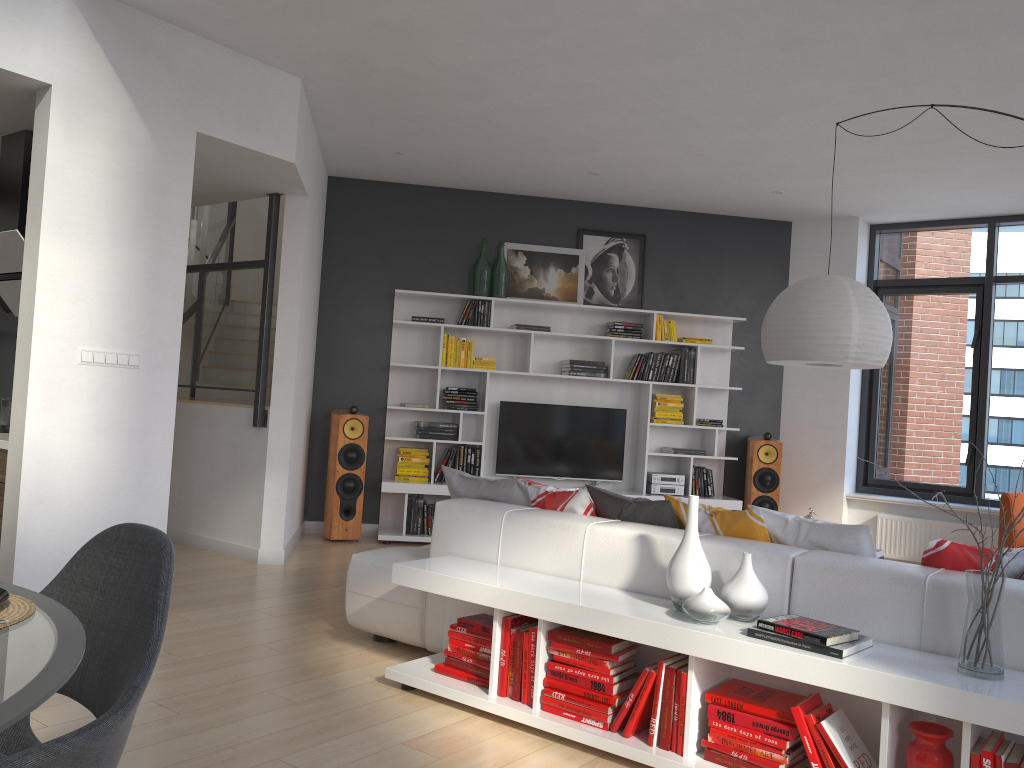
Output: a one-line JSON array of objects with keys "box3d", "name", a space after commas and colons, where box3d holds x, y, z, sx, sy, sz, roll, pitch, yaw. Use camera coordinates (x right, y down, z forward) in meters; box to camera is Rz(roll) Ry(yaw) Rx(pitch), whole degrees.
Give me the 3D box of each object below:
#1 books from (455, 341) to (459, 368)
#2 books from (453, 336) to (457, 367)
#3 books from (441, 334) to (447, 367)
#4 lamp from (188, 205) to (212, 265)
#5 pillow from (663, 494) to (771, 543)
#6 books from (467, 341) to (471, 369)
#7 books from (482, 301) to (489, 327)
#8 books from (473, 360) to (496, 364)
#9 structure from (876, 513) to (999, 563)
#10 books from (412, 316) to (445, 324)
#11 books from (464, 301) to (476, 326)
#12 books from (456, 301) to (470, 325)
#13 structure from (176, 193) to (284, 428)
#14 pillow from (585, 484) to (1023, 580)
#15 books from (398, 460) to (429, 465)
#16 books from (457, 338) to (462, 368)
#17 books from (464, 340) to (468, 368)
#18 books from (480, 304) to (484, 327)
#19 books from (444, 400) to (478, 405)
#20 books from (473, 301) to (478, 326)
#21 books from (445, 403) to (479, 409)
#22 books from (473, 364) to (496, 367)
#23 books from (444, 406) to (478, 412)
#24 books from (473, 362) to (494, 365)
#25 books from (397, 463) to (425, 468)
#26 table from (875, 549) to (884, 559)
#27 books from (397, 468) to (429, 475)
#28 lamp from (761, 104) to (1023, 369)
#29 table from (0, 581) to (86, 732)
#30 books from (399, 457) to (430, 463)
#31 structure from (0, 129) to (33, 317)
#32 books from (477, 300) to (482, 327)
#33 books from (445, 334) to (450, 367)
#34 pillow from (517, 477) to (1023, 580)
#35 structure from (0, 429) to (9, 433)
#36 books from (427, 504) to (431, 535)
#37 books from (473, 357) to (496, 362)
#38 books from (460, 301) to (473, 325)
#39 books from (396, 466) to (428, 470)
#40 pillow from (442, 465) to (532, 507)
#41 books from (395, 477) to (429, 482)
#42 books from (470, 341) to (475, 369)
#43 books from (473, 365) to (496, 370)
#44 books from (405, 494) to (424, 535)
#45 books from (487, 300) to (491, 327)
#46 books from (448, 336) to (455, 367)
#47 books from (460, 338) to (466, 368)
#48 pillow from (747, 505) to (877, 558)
[{"box3d": [-0.466, -0.245, 7.405, 0.024, 0.229, 0.156, 4, -1, -8], "name": "books"}, {"box3d": [-0.486, -0.263, 7.424, 0.015, 0.263, 0.199, 4, -1, -8], "name": "books"}, {"box3d": [-0.574, -0.274, 7.395, 0.029, 0.270, 0.204, 4, -1, -8], "name": "books"}, {"box3d": [-2.996, -4.010, 8.857, 0.359, 6.725, 0.359, 3, -2, 29], "name": "lamp"}, {"box3d": [1.679, 0.751, 3.699, 2.095, 0.440, 0.630, 4, -1, -6], "name": "pillow"}, {"box3d": [-0.367, -0.242, 7.434, 0.024, 0.234, 0.172, 4, -1, -8], "name": "books"}, {"box3d": [-0.229, -0.575, 7.450, 0.038, 0.218, 0.169, 4, -1, -8], "name": "books"}, {"box3d": [-0.234, -0.185, 7.441, 0.187, 0.014, 0.134, 4, -1, -8], "name": "books"}, {"box3d": [3.687, 1.357, 7.084, 1.474, 0.460, 0.110, 3, -2, 37], "name": "structure"}, {"box3d": [-0.697, -0.522, 7.373, 0.268, 0.046, 0.208, 4, -1, -5], "name": "books"}, {"box3d": [-0.354, -0.581, 7.430, 0.074, 0.212, 0.154, 4, -1, -9], "name": "books"}, {"box3d": [-0.415, -0.585, 7.428, 0.096, 0.213, 0.166, 4, -1, -10], "name": "books"}, {"box3d": [-2.412, -0.970, 8.350, 4.190, 4.339, 2.823, 3, -2, 37], "name": "structure"}, {"box3d": [1.198, 0.696, 3.393, 2.120, 0.436, 0.608, 3, -2, 33], "name": "pillow"}, {"box3d": [-0.824, 0.653, 7.384, 0.251, 0.019, 0.180, 4, -1, -8], "name": "books"}, {"box3d": [-0.447, -0.256, 7.427, 0.019, 0.251, 0.180, 4, -1, -8], "name": "books"}, {"box3d": [-0.391, -0.246, 7.434, 0.023, 0.239, 0.169, 4, -1, -8], "name": "books"}, {"box3d": [-0.258, -0.568, 7.445, 0.021, 0.200, 0.147, 4, -1, -8], "name": "books"}, {"box3d": [-0.432, 0.155, 7.424, 0.266, 0.030, 0.209, 4, -1, -10], "name": "books"}, {"box3d": [-0.306, -0.580, 7.438, 0.021, 0.221, 0.156, 4, -1, -8], "name": "books"}, {"box3d": [-0.424, 0.183, 7.406, 0.270, 0.025, 0.189, 4, -1, -9], "name": "books"}, {"box3d": [-0.237, -0.156, 7.444, 0.196, 0.011, 0.148, 4, -1, -8], "name": "books"}, {"box3d": [-0.427, 0.208, 7.403, 0.263, 0.026, 0.189, 4, -1, -10], "name": "books"}, {"box3d": [-0.239, -0.170, 7.425, 0.169, 0.018, 0.113, 4, -1, -7], "name": "books"}, {"box3d": [-0.835, 0.673, 7.364, 0.228, 0.024, 0.152, 4, -1, -4], "name": "books"}, {"box3d": [1.475, 1.168, 5.249, 1.091, 0.435, 1.091, 3, -2, 37], "name": "table"}, {"box3d": [-0.827, 0.721, 7.371, 0.255, 0.044, 0.198, 4, -1, -8], "name": "books"}, {"box3d": [1.930, 0.046, 3.056, 0.710, 2.647, 3.199, 4, -1, -17], "name": "lamp"}, {"box3d": [-1.340, 0.713, 1.001, 1.499, 0.764, 1.499, 3, -2, 26], "name": "table"}, {"box3d": [-0.811, 0.627, 7.384, 0.250, 0.035, 0.185, 4, -1, -5], "name": "books"}, {"box3d": [-2.740, -0.897, 5.003, 0.898, 0.998, 0.407, 3, -2, 37], "name": "structure"}, {"box3d": [-0.282, -0.584, 7.447, 0.025, 0.232, 0.176, 4, -1, -8], "name": "books"}, {"box3d": [-0.549, -0.272, 7.408, 0.025, 0.270, 0.213, 4, -1, -8], "name": "books"}, {"box3d": [0.931, 0.709, 3.583, 2.250, 0.449, 0.575, 3, -2, 34], "name": "pillow"}, {"box3d": [-2.872, 0.248, 4.908, 0.600, 0.006, 0.550, 3, -2, 37], "name": "structure"}, {"box3d": [-0.684, 1.108, 7.275, 0.053, 0.240, 0.189, 4, -1, -8], "name": "books"}, {"box3d": [-0.238, -0.205, 7.453, 0.186, 0.026, 0.138, 4, -1, -8], "name": "books"}, {"box3d": [-0.384, -0.582, 7.439, 0.087, 0.214, 0.171, 4, -1, -8], "name": "books"}, {"box3d": [-0.829, 0.692, 7.386, 0.263, 0.015, 0.198, 4, -1, -5], "name": "books"}, {"box3d": [1.056, 0.695, 3.907, 2.953, 0.453, 0.647, 3, -2, 25], "name": "pillow"}, {"box3d": [-0.827, 0.783, 7.356, 0.270, 0.029, 0.204, 4, -1, -3], "name": "books"}, {"box3d": [-0.341, -0.240, 7.441, 0.024, 0.234, 0.172, 4, -1, -8], "name": "books"}, {"box3d": [-0.239, -0.133, 7.440, 0.190, 0.033, 0.147, 4, -1, -8], "name": "books"}, {"box3d": [-0.803, 1.062, 7.267, 0.128, 0.321, 0.259, 4, -1, -8], "name": "books"}, {"box3d": [-0.200, -0.580, 7.447, 0.019, 0.230, 0.174, 4, -1, -8], "name": "books"}, {"box3d": [-0.516, -0.263, 7.417, 0.044, 0.255, 0.198, 4, -1, -8], "name": "books"}, {"box3d": [-0.420, -0.254, 7.428, 0.035, 0.250, 0.185, 4, -1, -8], "name": "books"}, {"box3d": [1.988, 0.755, 3.780, 2.156, 0.456, 0.580, 4, -2, -27], "name": "pillow"}]
